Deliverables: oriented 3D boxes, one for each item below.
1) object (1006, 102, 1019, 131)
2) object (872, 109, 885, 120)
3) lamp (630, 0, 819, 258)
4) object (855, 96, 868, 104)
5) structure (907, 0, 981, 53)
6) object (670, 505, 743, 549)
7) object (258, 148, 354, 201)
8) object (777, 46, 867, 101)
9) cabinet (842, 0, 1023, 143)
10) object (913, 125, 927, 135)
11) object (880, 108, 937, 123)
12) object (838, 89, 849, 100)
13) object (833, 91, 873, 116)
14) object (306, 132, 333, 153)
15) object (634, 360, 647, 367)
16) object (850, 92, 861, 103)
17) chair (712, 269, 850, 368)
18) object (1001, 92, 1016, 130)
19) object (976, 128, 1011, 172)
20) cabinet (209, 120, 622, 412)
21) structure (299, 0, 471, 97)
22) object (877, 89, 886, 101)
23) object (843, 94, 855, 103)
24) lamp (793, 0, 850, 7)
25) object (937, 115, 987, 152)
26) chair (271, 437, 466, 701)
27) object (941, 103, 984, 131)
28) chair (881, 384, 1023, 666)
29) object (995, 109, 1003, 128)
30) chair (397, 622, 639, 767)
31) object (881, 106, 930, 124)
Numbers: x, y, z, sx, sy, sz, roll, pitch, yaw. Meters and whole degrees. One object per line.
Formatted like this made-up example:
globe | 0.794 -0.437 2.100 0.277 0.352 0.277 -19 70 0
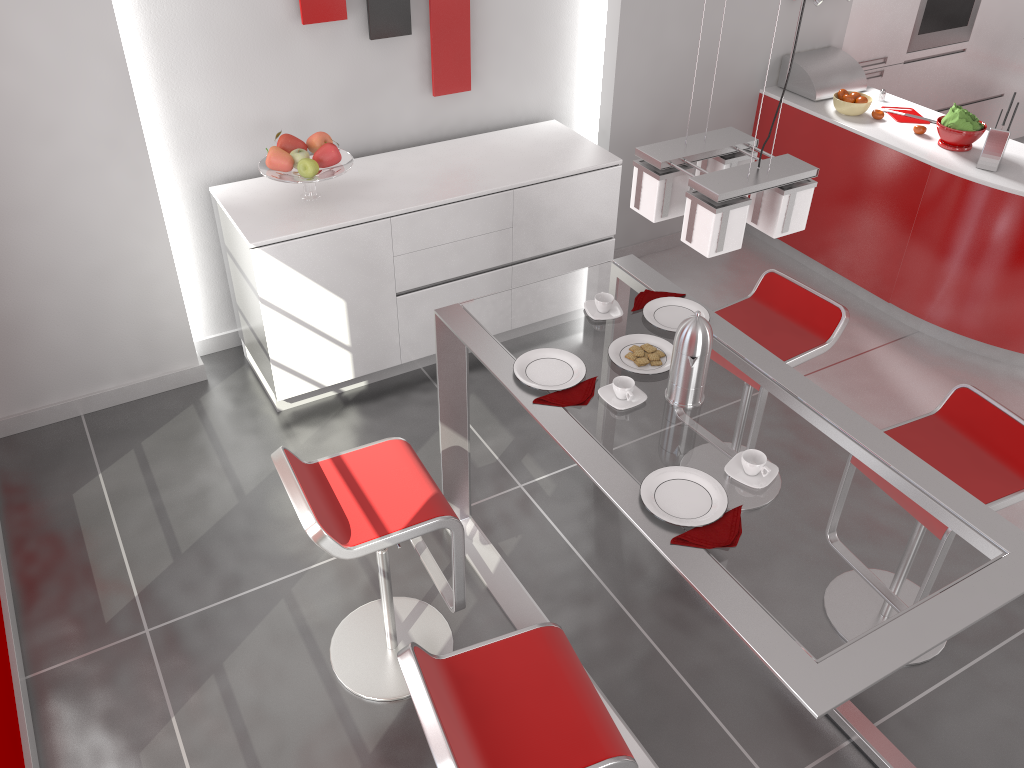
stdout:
object | 2.311 -1.165 4.146 0.012 0.279 0.130 20 41 24
object | 1.944 -1.430 4.713 0.063 0.047 0.065 -19 41 -24
lamp | 0.504 -0.816 1.859 0.304 1.025 0.304 -18 41 -24
object | 1.867 -1.511 4.737 0.062 0.049 0.066 -13 39 -18
structure | 2.743 -2.390 5.496 0.599 0.589 0.050 -18 41 -24
object | 0.491 0.355 2.097 0.234 0.012 0.095 -19 41 -25
object | -0.872 -0.875 3.800 0.398 0.159 0.398 13 38 15
object | 1.782 -1.771 5.053 0.400 0.170 0.300 -18 41 -24
cabinet | 2.842 -2.477 5.958 2.398 2.026 0.614 -18 41 -24
object | 2.090 -1.305 4.543 0.064 0.048 0.063 26 43 29
object | 2.157 -1.428 4.736 0.375 0.008 0.041 25 43 28
object | 1.793 -1.565 4.800 0.066 0.058 0.055 -30 46 -35
object | 1.826 -1.501 4.773 0.201 0.086 0.201 -18 40 -23
object | -0.835 -1.042 3.830 0.121 0.101 0.097 26 43 30
object | 0.387 -0.065 2.660 0.036 0.006 0.034 -15 40 -21
object | 1.852 -1.550 4.789 0.062 0.049 0.066 -21 42 -26
chair | 0.942 0.042 3.499 0.460 0.857 0.418 -22 42 -28
object | 2.293 -1.192 4.154 0.014 0.322 0.150 20 41 24
object | 2.276 -1.117 4.181 0.091 0.178 0.137 22 41 26
cabinet | -0.412 -0.617 4.334 1.802 0.880 0.610 -18 41 -24
structure | -0.540 -1.926 3.727 0.820 1.503 0.040 -18 41 -24
object | 2.061 -1.610 4.939 0.042 0.066 0.043 -10 38 -14
object | 1.806 -1.526 4.755 0.065 0.052 0.062 31 46 34
lamp | 1.731 -2.131 4.868 0.454 0.081 0.155 -18 41 -24
object | 2.211 -1.236 4.394 0.229 0.118 0.228 20 41 24
chair | -0.422 0.561 2.766 0.460 0.857 0.418 -17 40 -22
object | 2.217 -1.273 4.356 0.193 0.182 0.198 -14 39 -20
chair | 1.354 0.480 2.919 0.460 0.857 0.418 -15 39 -20
object | 2.265 -1.185 4.168 0.009 0.197 0.091 20 41 24
chair | 0.008 0.987 2.203 0.460 0.857 0.418 -13 39 -18
object | 2.115 -1.446 4.770 0.168 0.006 0.266 -1 37 -3
